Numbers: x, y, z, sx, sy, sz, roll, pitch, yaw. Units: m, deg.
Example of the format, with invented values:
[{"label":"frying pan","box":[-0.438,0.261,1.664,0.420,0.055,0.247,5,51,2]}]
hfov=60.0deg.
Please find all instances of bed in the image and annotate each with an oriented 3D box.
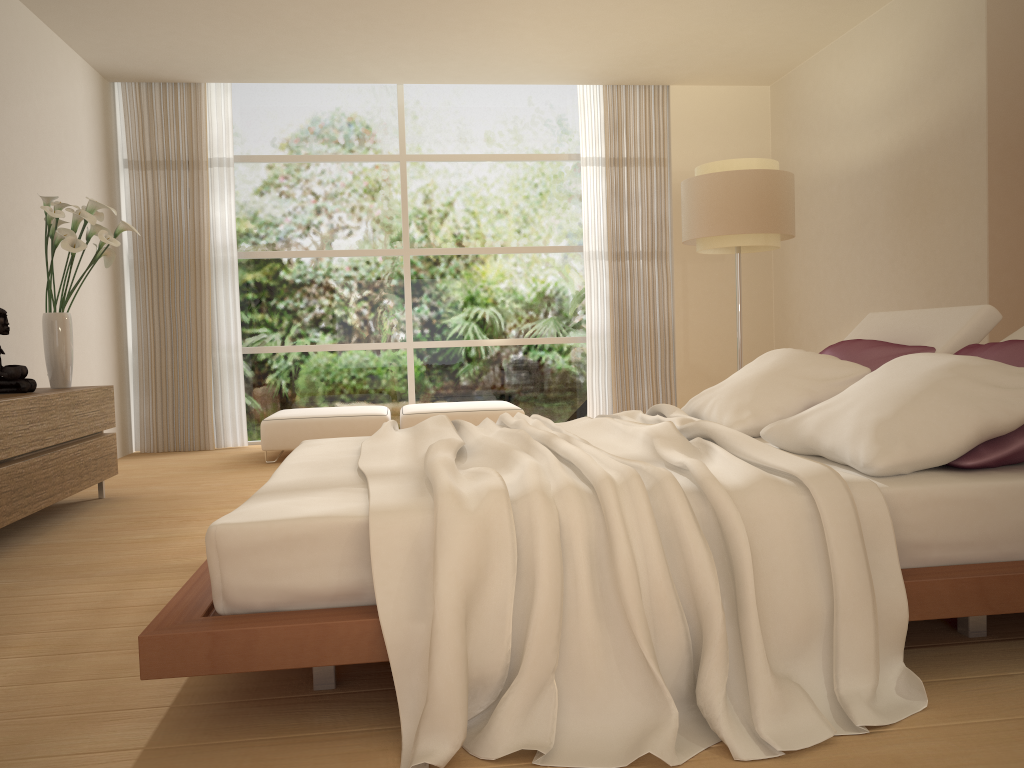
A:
[{"label":"bed","box":[0.342,0.404,3.015,2.535,0.570,2.599,-2,3,-7]}]

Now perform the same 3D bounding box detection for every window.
[{"label":"window","box":[-0.961,-1.195,8.048,4.781,3.371,0.071,-2,3,-7]}]

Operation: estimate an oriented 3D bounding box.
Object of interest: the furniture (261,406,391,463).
[{"label":"furniture","box":[-1.449,0.380,7.075,0.965,0.346,0.964,-2,3,-7]}]

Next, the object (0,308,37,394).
[{"label":"object","box":[-2.590,-0.177,4.503,0.282,0.453,0.181,-2,3,-7]}]

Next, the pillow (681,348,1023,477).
[{"label":"pillow","box":[1.080,0.049,3.138,0.561,0.339,1.720,-2,3,-7]}]

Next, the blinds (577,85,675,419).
[{"label":"blinds","box":[1.041,-1.248,7.997,0.814,3.351,0.202,-2,3,-8]}]

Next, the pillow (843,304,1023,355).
[{"label":"pillow","box":[1.669,-0.060,3.227,0.461,0.457,1.779,-2,3,-8]}]

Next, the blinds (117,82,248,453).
[{"label":"blinds","box":[-2.814,-1.103,7.550,0.950,3.352,0.211,-2,3,-9]}]

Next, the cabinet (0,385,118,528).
[{"label":"cabinet","box":[-2.399,0.428,3.391,0.588,0.662,3.713,-2,3,-7]}]

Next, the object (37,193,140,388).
[{"label":"object","box":[-2.423,-0.526,5.008,0.608,1.085,0.515,0,4,41]}]

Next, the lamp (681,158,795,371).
[{"label":"lamp","box":[1.604,-0.515,6.253,0.817,2.018,0.817,0,3,36]}]

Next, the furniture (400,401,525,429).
[{"label":"furniture","box":[-0.423,0.341,7.208,0.965,0.346,0.964,-2,3,-7]}]

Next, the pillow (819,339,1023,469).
[{"label":"pillow","box":[1.347,0.025,3.179,0.575,0.369,1.683,-2,3,-7]}]
